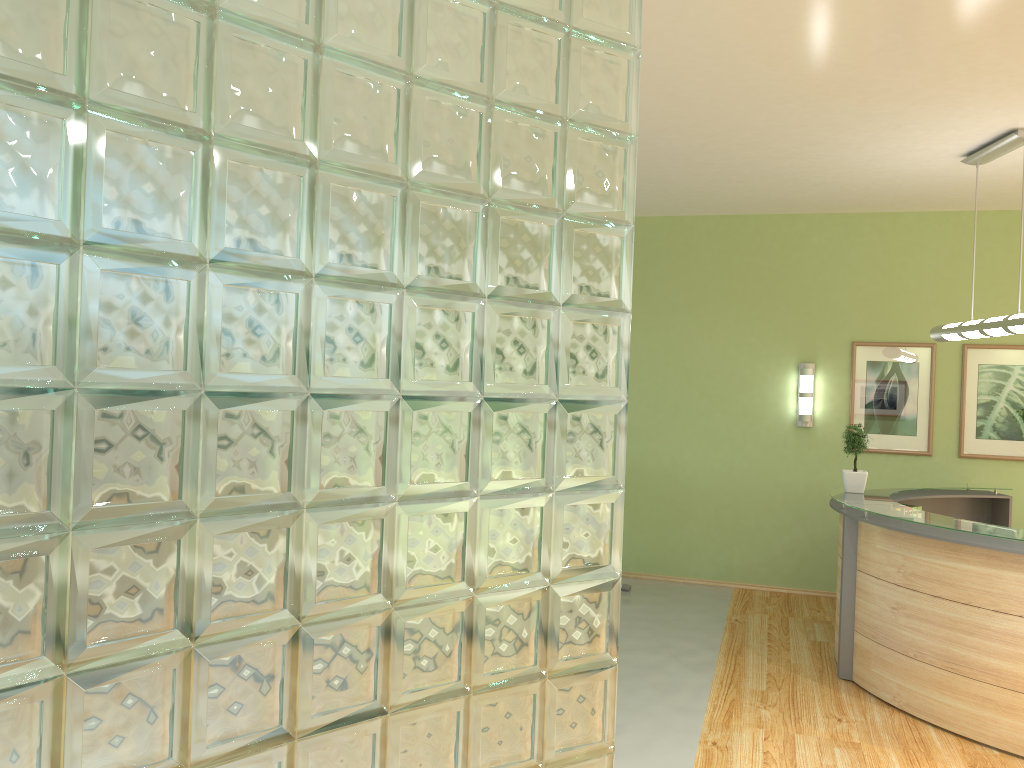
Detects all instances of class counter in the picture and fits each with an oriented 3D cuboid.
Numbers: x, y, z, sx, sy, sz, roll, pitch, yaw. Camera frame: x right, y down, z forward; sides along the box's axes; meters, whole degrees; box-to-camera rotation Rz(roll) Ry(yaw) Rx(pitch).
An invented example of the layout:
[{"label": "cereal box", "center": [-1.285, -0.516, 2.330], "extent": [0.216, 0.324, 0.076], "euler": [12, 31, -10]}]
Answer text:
[{"label": "counter", "center": [3.074, 0.848, 5.725], "extent": [1.837, 0.078, 3.674], "euler": [2, 0, 2]}]

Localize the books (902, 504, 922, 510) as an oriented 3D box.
[{"label": "books", "center": [3.122, 1.096, 7.022], "extent": [0.063, 0.282, 0.231], "euler": [2, 0, -31]}]

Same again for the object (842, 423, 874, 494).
[{"label": "object", "center": [2.489, 0.533, 6.436], "extent": [0.216, 0.507, 0.230], "euler": [2, 0, 43]}]

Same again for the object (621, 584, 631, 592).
[{"label": "object", "center": [0.620, 1.213, 8.007], "extent": [0.848, 1.285, 0.606], "euler": [2, 0, 37]}]

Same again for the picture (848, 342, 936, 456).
[{"label": "picture", "center": [3.395, 0.127, 7.931], "extent": [0.700, 1.000, 0.025], "euler": [2, 0, 17]}]

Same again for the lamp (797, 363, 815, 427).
[{"label": "lamp", "center": [2.679, 0.100, 8.084], "extent": [0.134, 0.580, 0.142], "euler": [2, 0, 17]}]

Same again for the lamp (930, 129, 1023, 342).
[{"label": "lamp", "center": [3.131, -0.929, 5.726], "extent": [0.197, 1.249, 1.470], "euler": [2, 0, 2]}]

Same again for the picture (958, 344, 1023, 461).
[{"label": "picture", "center": [4.267, 0.160, 7.670], "extent": [0.700, 1.000, 0.025], "euler": [2, 0, 17]}]

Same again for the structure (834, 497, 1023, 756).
[{"label": "structure", "center": [3.052, 1.411, 5.725], "extent": [1.837, 1.049, 3.673], "euler": [2, 0, 2]}]

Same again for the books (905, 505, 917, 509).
[{"label": "books", "center": [3.064, 1.094, 6.982], "extent": [0.063, 0.282, 0.231], "euler": [2, 0, -32]}]
